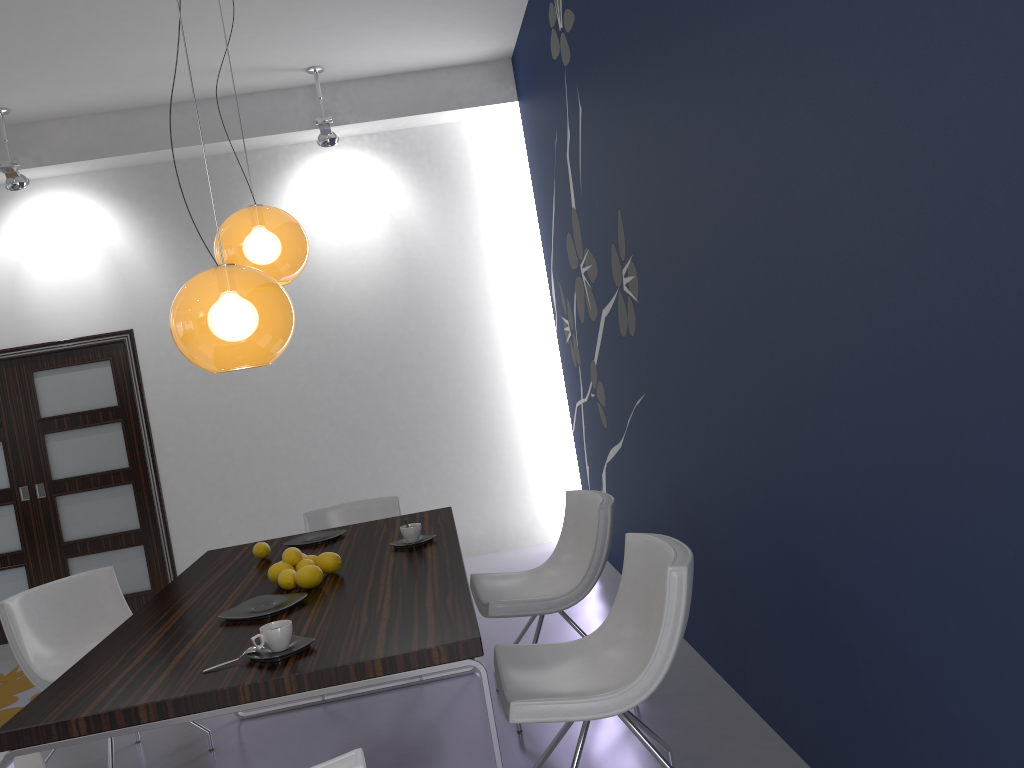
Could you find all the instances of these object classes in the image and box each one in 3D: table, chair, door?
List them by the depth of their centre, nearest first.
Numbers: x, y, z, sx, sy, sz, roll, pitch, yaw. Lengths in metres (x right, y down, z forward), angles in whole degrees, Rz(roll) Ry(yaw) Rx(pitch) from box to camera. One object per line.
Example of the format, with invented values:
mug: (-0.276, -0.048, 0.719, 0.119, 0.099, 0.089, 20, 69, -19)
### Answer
chair: (-0.475, 1.071, 1.711, 0.508, 0.805, 0.620, -10, 2, -11)
chair: (-1.545, 1.227, 2.357, 0.620, 0.805, 0.508, -11, 2, -36)
chair: (0.277, 0.915, 2.646, 0.620, 0.805, 0.508, -10, 2, -6)
table: (-0.668, 1.069, 3.095, 1.127, 0.783, 2.046, -10, 2, -6)
chair: (-1.669, 1.205, 3.651, 0.620, 0.805, 0.508, -8, 2, 29)
chair: (0.170, 0.898, 3.681, 0.620, 0.805, 0.508, -10, 2, -11)
chair: (-0.763, 1.027, 4.478, 0.508, 0.805, 0.620, -10, 2, -6)
door: (-3.412, 0.767, 6.374, 1.764, 2.061, 0.220, -10, 2, -6)

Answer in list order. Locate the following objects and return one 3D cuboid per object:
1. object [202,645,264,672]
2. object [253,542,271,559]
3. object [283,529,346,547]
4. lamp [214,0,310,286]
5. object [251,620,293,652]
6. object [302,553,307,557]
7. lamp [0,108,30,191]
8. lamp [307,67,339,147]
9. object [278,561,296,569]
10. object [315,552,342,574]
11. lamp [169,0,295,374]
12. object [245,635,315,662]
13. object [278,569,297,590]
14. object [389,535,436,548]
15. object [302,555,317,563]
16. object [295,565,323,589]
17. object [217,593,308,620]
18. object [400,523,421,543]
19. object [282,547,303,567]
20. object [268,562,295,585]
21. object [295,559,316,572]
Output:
object: (-0.702, 0.690, 2.236, 0.155, 0.028, 0.032, -10, 2, -25)
object: (-1.019, 0.678, 3.610, 0.070, 0.068, 0.083, -9, 2, -2)
object: (-0.850, 0.669, 3.834, 0.232, 0.020, 0.232, -9, 2, 23)
lamp: (-1.081, -1.193, 3.423, 0.359, 1.645, 0.358, -9, 2, 5)
object: (-0.602, 0.649, 2.258, 0.081, 0.064, 0.101, -9, 2, 20)
object: (-0.770, 0.650, 3.225, 0.070, 0.068, 0.083, -9, 2, -2)
lamp: (-3.219, -1.487, 5.677, 0.150, 0.511, 0.185, -10, 2, -6)
lamp: (-1.257, -1.820, 5.875, 0.150, 0.511, 0.185, -10, 2, -6)
object: (-0.804, 0.658, 3.144, 0.083, 0.068, 0.070, -11, 2, -37)
object: (-0.643, 0.628, 3.112, 0.094, 0.077, 0.079, -8, 2, 38)
lamp: (-0.967, -1.018, 2.614, 0.358, 1.974, 0.359, -9, 2, 0)
object: (-0.594, 0.679, 2.268, 0.154, 0.020, 0.154, -8, 2, 40)
object: (-0.747, 0.654, 2.968, 0.070, 0.068, 0.083, -9, 2, -2)
object: (-0.379, 0.605, 3.403, 0.154, 0.020, 0.154, -8, 2, 39)
object: (-0.721, 0.644, 3.153, 0.083, 0.068, 0.070, -11, 2, -37)
object: (-0.671, 0.638, 2.934, 0.094, 0.077, 0.079, -11, 2, -32)
object: (-0.769, 0.692, 2.747, 0.232, 0.020, 0.232, -9, 2, 23)
object: (-0.393, 0.576, 3.405, 0.101, 0.064, 0.081, -9, 2, 19)
object: (-0.770, 0.607, 3.109, 0.070, 0.068, 0.083, -9, 2, -2)
object: (-0.793, 0.653, 3.053, 0.094, 0.080, 0.076, -10, 2, -4)
object: (-0.712, 0.644, 3.070, 0.069, 0.071, 0.081, -10, 2, -29)
